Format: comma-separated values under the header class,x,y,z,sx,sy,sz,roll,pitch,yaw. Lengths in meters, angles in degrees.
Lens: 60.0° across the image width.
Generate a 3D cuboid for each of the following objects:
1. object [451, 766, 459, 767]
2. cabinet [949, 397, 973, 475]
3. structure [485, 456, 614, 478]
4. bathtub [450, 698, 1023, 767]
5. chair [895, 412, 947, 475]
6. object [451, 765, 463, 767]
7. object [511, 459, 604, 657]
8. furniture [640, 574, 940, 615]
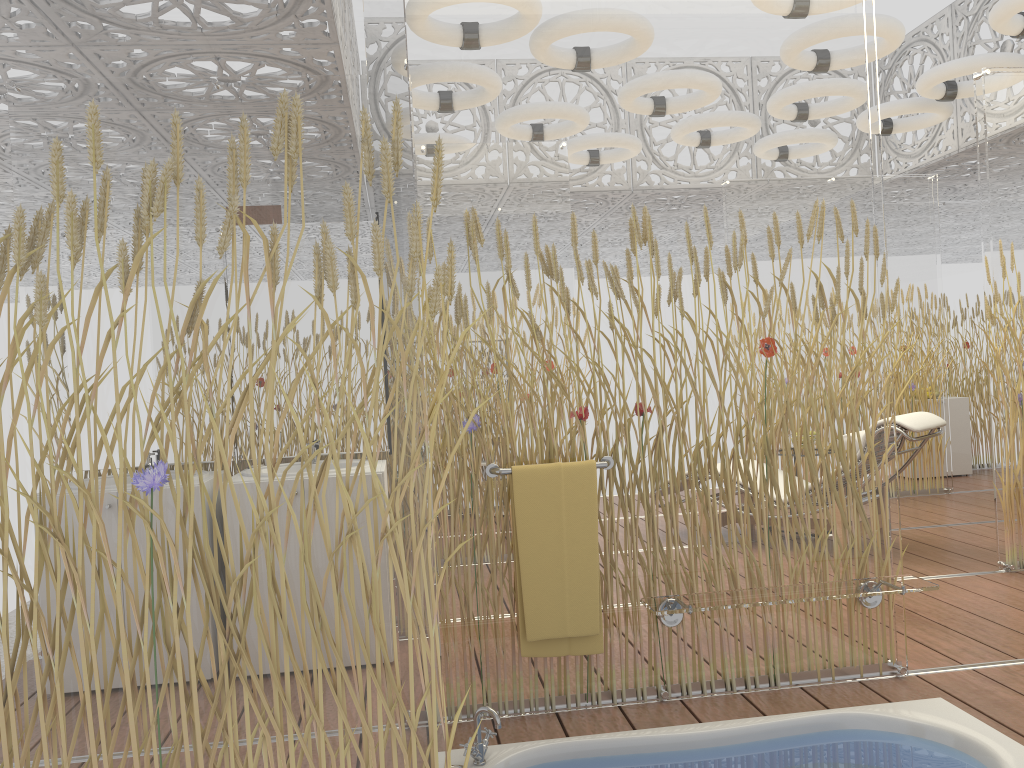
class,x,y,z,sx,sy,sz,roll,pitch,yaw
object,-0.170,1.126,2.571,0.035,0.016,0.066,-3,1,2
cabinet,3.927,0.494,8.340,0.595,0.712,0.358,-3,1,-7
structure,0.133,0.280,2.976,0.442,0.047,0.078,-3,1,-7
bathtub,0.642,1.211,2.513,1.700,0.582,0.700,-3,1,-7
chair,1.762,0.605,5.649,1.787,0.811,0.635,-3,1,43
object,-0.171,1.133,2.570,0.065,0.011,0.108,-3,1,2
object,0.155,0.588,2.953,0.283,0.656,0.042,-3,1,-7
furniture,0.924,0.700,2.959,0.977,0.014,0.178,-3,1,-7
